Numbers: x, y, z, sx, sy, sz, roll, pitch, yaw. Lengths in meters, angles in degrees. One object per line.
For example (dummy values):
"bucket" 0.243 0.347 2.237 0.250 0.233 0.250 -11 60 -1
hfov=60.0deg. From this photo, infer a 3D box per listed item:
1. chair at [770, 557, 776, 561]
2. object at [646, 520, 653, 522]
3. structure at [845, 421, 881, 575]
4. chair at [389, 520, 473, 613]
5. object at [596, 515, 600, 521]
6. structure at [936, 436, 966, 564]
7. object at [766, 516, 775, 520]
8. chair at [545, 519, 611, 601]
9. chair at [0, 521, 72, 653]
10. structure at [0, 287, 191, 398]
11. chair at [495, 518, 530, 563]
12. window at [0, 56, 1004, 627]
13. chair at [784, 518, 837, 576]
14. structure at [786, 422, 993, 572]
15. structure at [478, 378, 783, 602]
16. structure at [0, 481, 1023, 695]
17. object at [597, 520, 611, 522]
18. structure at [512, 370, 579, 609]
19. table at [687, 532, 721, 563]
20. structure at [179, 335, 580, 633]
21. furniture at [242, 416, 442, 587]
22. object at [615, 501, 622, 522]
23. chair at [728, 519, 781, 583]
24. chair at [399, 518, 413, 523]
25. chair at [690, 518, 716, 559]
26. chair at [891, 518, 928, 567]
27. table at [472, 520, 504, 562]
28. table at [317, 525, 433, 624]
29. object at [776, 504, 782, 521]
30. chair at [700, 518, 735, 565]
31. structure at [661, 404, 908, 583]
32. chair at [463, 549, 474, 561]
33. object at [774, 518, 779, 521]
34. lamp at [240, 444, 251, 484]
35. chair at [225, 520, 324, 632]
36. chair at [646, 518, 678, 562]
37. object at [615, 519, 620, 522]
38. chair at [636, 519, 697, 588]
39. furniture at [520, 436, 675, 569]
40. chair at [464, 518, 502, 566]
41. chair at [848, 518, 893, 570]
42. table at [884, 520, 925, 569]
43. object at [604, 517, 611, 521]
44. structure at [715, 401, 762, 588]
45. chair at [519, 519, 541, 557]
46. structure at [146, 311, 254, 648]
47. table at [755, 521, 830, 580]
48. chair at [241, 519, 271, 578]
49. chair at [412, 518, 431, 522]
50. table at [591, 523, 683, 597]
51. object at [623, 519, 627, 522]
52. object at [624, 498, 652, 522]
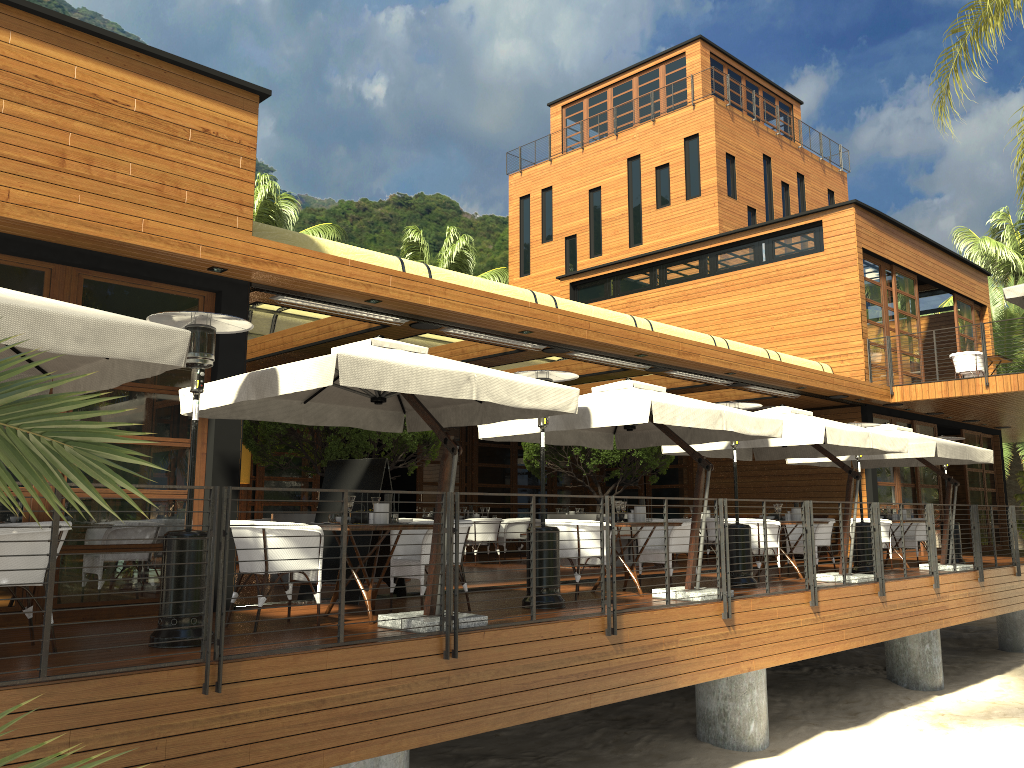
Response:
"chair" 4.503 2.829 16.090 0.617 0.790 0.625 0 -9 2
"object" 1.413 1.536 9.917 0.170 0.025 0.294 8 -12 -44
"structure" 5.063 1.635 12.874 0.698 2.199 0.698 -6 -11 33
"chair" -0.686 1.587 7.748 0.616 0.790 0.626 8 -12 -43
"object" 0.953 1.458 9.604 0.086 0.086 0.086 7 -12 -39
"structure" 7.459 1.978 15.180 0.698 2.199 0.698 -6 -11 33
"object" 3.454 1.805 11.856 0.116 0.065 0.116 -8 -12 44
"chair" 0.640 1.782 9.058 0.616 0.790 0.626 8 -12 -43
"chair" -3.088 1.242 5.437 0.616 0.790 0.626 8 -12 -43
"structure" -3.541 0.400 5.013 2.410 2.340 2.410 9 -12 -44
"chair" 0.050 2.841 16.169 0.616 0.790 0.626 4 -10 -23
"window" 3.813 -4.960 22.269 14.482 18.018 38.320 -4 -9 23
"chair" 4.215 2.289 12.463 0.616 0.790 0.626 8 -12 -43
"structure" 6.128 1.785 14.315 2.410 2.340 2.410 9 -12 -44
"structure" 1.293 1.092 9.664 2.410 2.340 2.410 9 -12 -44
"structure" 5.183 2.162 11.758 26.228 1.157 0.163 8 -12 -44
"object" 0.963 1.458 9.391 0.170 0.025 0.294 8 -12 -44
"structure" 0.288 0.951 8.281 0.698 2.199 0.698 -6 -11 33
"table" 3.577 2.870 16.240 1.164 0.751 1.164 7 -11 -38
"structure" -1.124 0.746 7.339 2.410 2.340 2.410 9 -12 -44
"furniture" -2.288 1.222 11.736 2.569 2.731 2.711 -2 -9 11
"object" 1.126 1.354 9.404 0.082 0.227 0.082 9 -13 -43
"chair" 3.086 2.132 11.411 0.616 0.790 0.626 8 -12 -43
"chair" -1.948 2.572 14.365 0.616 0.790 0.626 7 -12 -38
"chair" 3.745 2.966 17.012 0.627 0.790 0.615 0 -9 2
"chair" 6.661 2.639 14.816 0.616 0.790 0.626 8 -12 -43
"table" -0.720 2.822 15.923 1.165 0.751 1.163 -4 -10 25
"table" -1.220 1.527 7.225 0.930 0.751 0.930 9 -12 -44
"object" 3.538 1.700 11.724 0.082 0.227 0.082 9 -13 -43
"chair" 3.568 2.723 15.380 0.627 0.790 0.615 0 -9 2
"structure" 3.710 1.438 11.990 2.410 2.340 2.410 9 -12 -44
"chair" -1.032 2.918 16.689 0.627 0.790 0.615 4 -10 -23
"object" 3.525 1.806 11.785 0.080 0.042 0.080 -1 -9 7
"lamp" -4.734 1.989 14.227 0.973 2.017 0.971 -4 -10 25
"chair" -1.815 1.430 6.695 0.616 0.790 0.626 8 -12 -43
"chair" 2.691 2.853 16.252 0.617 0.790 0.625 0 -9 2
"object" 1.113 1.460 9.465 0.080 0.042 0.080 -1 -9 7
"chair" 1.811 1.944 10.150 0.616 0.790 0.626 8 -12 -43
"furniture" 1.471 1.746 15.256 2.613 2.731 2.689 -7 -11 36
"chair" -0.493 2.687 15.136 0.627 0.790 0.615 4 -10 -23
"chair" 5.532 2.482 13.764 0.616 0.790 0.626 8 -12 -43
"table" 6.058 2.570 14.227 0.930 0.751 0.930 9 -12 -44
"object" 1.043 1.459 9.536 0.116 0.065 0.116 -8 -12 44
"structure" 2.672 1.293 10.574 0.698 2.199 0.698 -6 -11 33
"chair" 0.389 3.134 18.143 0.617 0.790 0.625 0 -9 2
"structure" -2.145 0.603 5.941 0.698 2.199 0.698 -6 -11 33
"table" 3.628 2.222 11.889 0.930 0.751 0.930 9 -12 -44
"chair" -3.593 2.235 12.105 0.616 0.790 0.625 2 -9 -13
"chair" -1.662 2.750 15.561 0.616 0.790 0.626 4 -10 -23
"table" 1.204 1.874 9.557 0.930 0.751 0.930 9 -12 -44
"object" 1.265 1.517 9.845 0.080 0.042 0.080 -1 -9 7
"object" 1.352 1.357 9.526 0.263 0.265 0.262 0 -9 1
